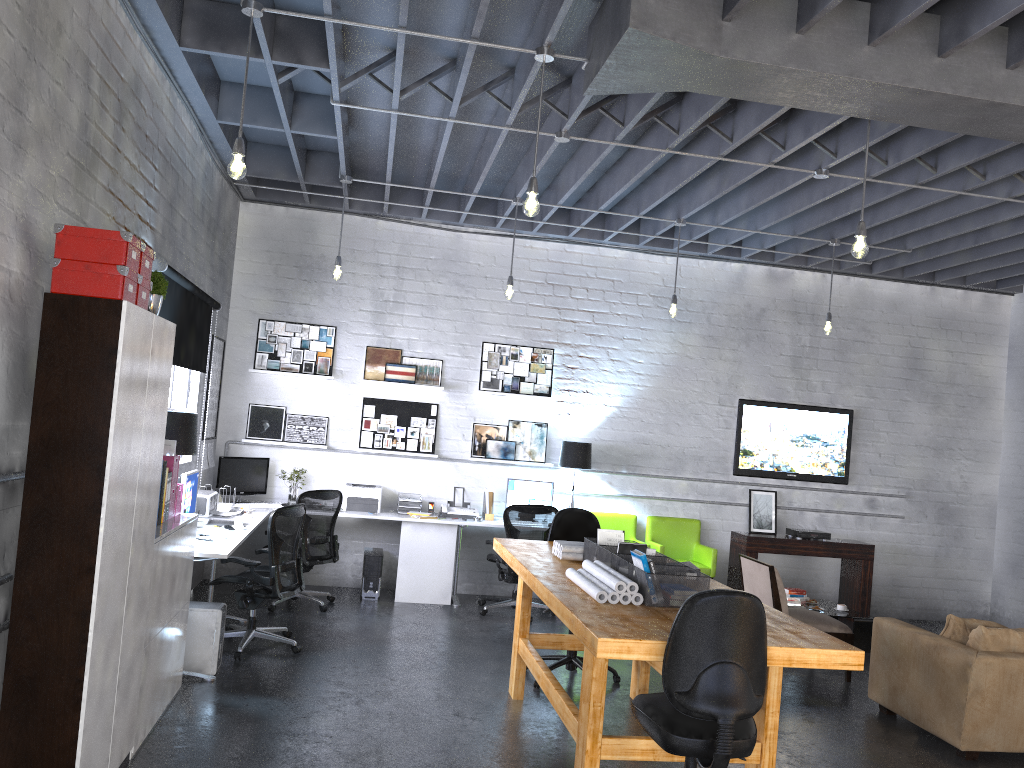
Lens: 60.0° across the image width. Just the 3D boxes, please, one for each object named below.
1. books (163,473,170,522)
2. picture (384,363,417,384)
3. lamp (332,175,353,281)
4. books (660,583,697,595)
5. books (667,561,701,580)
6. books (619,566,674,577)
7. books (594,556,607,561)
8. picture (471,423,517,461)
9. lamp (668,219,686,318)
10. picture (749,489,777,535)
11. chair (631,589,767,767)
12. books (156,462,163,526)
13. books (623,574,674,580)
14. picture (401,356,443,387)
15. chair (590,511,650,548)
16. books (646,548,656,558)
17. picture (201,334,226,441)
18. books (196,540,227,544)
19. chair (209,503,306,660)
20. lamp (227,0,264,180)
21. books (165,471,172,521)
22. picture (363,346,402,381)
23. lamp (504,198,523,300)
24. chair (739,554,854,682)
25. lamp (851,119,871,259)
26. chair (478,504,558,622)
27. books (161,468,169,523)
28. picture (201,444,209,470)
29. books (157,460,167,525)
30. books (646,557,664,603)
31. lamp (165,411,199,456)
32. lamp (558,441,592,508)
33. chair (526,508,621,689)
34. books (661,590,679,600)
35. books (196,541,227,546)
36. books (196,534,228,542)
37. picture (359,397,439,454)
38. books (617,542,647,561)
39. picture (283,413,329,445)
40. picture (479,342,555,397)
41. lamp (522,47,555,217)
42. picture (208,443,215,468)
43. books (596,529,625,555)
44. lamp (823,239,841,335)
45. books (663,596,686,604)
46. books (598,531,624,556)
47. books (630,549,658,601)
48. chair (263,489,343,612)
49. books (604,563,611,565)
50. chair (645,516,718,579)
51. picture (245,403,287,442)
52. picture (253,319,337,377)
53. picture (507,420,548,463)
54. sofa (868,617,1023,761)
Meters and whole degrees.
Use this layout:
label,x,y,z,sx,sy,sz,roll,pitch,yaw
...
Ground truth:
label,x,y,z,sx,sy,sz,roll,pitch,yaw
books,-1.991,0.610,4.819,0.219,0.267,0.060,5,-2,-4
picture,-1.107,-0.101,8.793,0.311,0.196,0.029,5,-2,-9
lamp,-1.430,-1.303,7.437,0.104,0.877,0.104,5,-2,-9
books,0.803,0.996,4.298,0.127,0.022,0.181,6,-3,-14
books,0.951,1.083,5.192,0.244,0.067,0.299,5,-3,1
books,0.698,0.974,4.597,0.232,0.027,0.184,7,-4,-37
books,0.611,1.034,5.156,0.233,0.022,0.184,6,-3,-11
picture,-0.180,0.583,8.939,0.452,0.345,0.054,5,-2,-9
lamp,1.468,-1.025,7.906,0.104,0.877,0.104,5,-2,-9
picture,2.650,1.351,9.368,0.308,0.456,0.092,5,-2,-9
chair,0.703,1.359,3.565,0.659,1.164,0.687,5,-2,-11
books,-1.936,0.565,4.641,0.176,0.346,0.053,5,-2,-9
books,0.705,0.999,4.602,0.250,0.022,0.205,5,-3,-4
picture,-0.904,-0.122,8.842,0.410,0.277,0.036,5,-2,-9
chair,1.003,1.773,8.880,0.611,0.920,0.516,5,-2,-9
books,0.696,0.980,4.809,0.143,0.188,0.061,5,-2,-9
picture,-2.711,0.041,8.067,0.020,0.934,0.659,5,-2,-9
books,-1.988,1.011,5.757,0.209,0.012,0.158,4,-3,14
chair,-1.806,1.340,6.258,0.753,1.031,0.732,5,-2,-5
lamp,-1.323,-1.445,4.387,0.104,0.877,0.104,5,-2,-9
books,-2.001,0.610,4.879,0.220,0.271,0.082,5,-2,-9
picture,-1.279,-0.191,8.785,0.355,0.342,0.042,5,-2,-9
lamp,0.010,-1.165,7.670,0.104,0.877,0.104,5,-2,-9
chair,2.207,1.823,6.970,0.725,0.841,0.575,5,-2,-9
lamp,1.957,-1.131,4.918,0.104,0.877,0.104,5,-2,-9
chair,0.039,1.598,8.188,0.732,1.031,0.752,7,-3,-40
books,-1.950,0.594,4.774,0.159,0.298,0.026,5,-2,-9
picture,-2.729,0.647,7.883,0.036,0.221,0.289,5,-2,-9
books,-1.950,0.570,4.700,0.197,0.338,0.065,5,-2,-9
books,0.669,0.938,4.256,0.097,0.209,0.158,5,-2,-9
lamp,-2.139,0.584,5.491,0.333,0.831,0.334,3,-3,42
lamp,0.615,0.994,8.861,0.333,0.831,0.334,3,-3,42
chair,0.476,1.467,6.126,0.659,1.164,0.687,5,-2,-11
books,0.804,1.018,4.303,0.141,0.021,0.203,5,-3,-8
books,-1.986,1.022,5.755,0.213,0.012,0.158,4,-3,16
books,-1.984,1.000,5.762,0.212,0.010,0.171,4,-3,17
picture,-1.120,0.414,8.792,0.749,0.503,0.058,5,-2,-9
books,0.635,0.959,4.769,0.158,0.214,0.063,5,-2,-9
picture,-2.008,0.443,8.651,0.410,0.277,0.036,5,-2,-9
picture,0.050,-0.144,8.993,0.749,0.503,0.058,5,-2,-9
lamp,0.133,-1.306,4.623,0.104,0.877,0.104,5,-2,-9
picture,-2.786,0.659,8.226,0.036,0.221,0.289,5,-2,-9
books,0.593,0.984,5.339,0.171,0.210,0.046,5,-2,-9
lamp,2.930,-0.885,8.143,0.104,0.877,0.104,4,-2,35
books,0.799,1.042,4.300,0.155,0.029,0.226,5,-3,-9
books,0.595,0.990,5.307,0.158,0.199,0.082,5,-2,-9
books,0.635,0.923,4.265,0.108,0.234,0.166,5,-2,-9
chair,-1.870,1.407,7.724,0.752,1.031,0.732,4,-2,15
books,0.641,1.023,4.936,0.248,0.021,0.177,5,-3,-10
chair,1.686,1.838,8.990,0.611,0.920,0.516,5,-2,-9
picture,-2.384,0.374,8.594,0.355,0.342,0.042,5,-2,-9
picture,-2.112,-0.351,8.643,0.749,0.503,0.058,5,-2,-9
picture,0.152,0.584,9.002,0.410,0.408,0.047,5,-2,-9
sofa,3.679,2.001,5.807,2.331,0.628,1.105,5,-3,-9
